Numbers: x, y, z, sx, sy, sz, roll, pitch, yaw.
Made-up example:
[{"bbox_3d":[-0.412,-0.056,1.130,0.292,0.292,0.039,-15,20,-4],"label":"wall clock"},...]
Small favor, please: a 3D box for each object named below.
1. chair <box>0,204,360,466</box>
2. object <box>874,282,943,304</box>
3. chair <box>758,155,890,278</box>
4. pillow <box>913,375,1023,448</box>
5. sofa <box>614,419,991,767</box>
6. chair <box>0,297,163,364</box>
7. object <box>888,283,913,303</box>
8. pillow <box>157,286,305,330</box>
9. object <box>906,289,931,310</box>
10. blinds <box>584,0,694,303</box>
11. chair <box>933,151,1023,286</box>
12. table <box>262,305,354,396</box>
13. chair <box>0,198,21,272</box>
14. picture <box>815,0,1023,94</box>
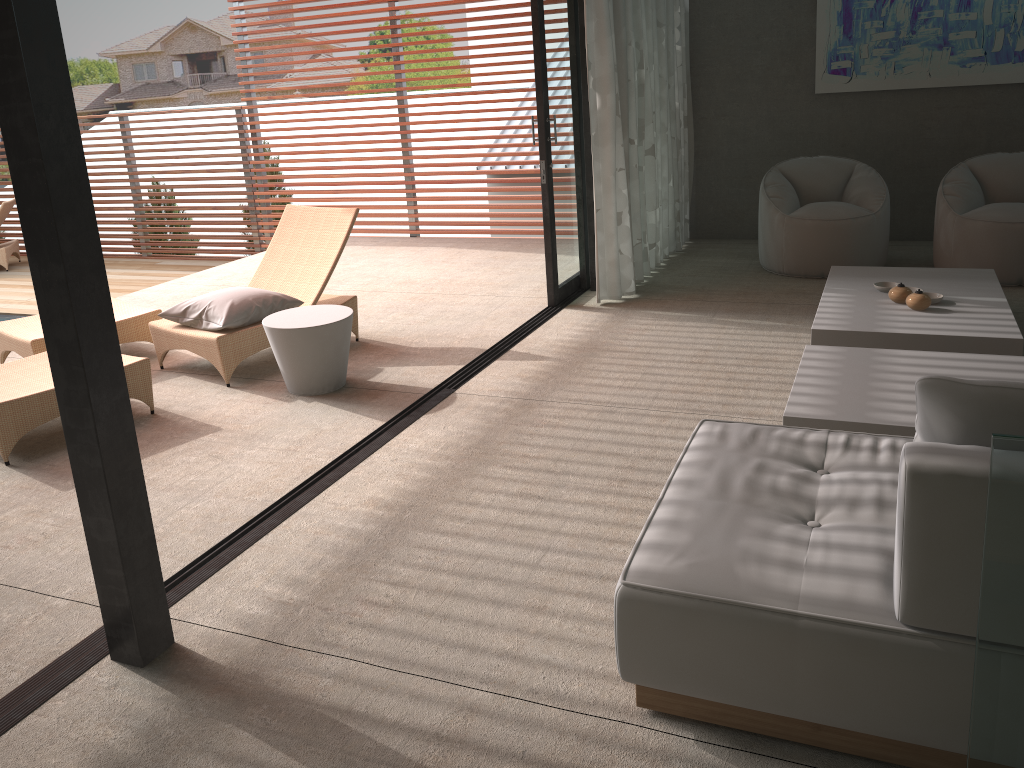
[{"bbox_3d":[-1.881,-0.413,4.923,0.704,0.810,2.332,9,22,37],"label":"chair"},{"bbox_3d":[2.118,-0.487,4.735,0.155,0.039,0.445,-10,20,-18],"label":"object"},{"bbox_3d":[2.310,-1.262,6.566,0.924,0.771,0.938,5,20,27],"label":"chair"},{"bbox_3d":[1.096,0.204,1.871,0.493,0.473,0.271,4,18,24],"label":"pillow"},{"bbox_3d":[1.150,0.345,2.172,1.598,0.718,1.034,4,19,23],"label":"sofa"},{"bbox_3d":[-3.207,-0.309,4.882,0.705,0.810,2.328,11,24,40],"label":"chair"},{"bbox_3d":[2.035,-0.479,4.625,0.120,0.104,0.122,5,19,27],"label":"object"},{"bbox_3d":[-1.643,-0.455,5.170,0.598,0.190,0.604,9,22,33],"label":"pillow"},{"bbox_3d":[2.060,-0.429,4.477,0.120,0.104,0.121,-14,20,-30],"label":"object"},{"bbox_3d":[1.014,-2.314,6.630,0.223,2.863,2.475,2,18,23],"label":"blinds"},{"bbox_3d":[3.386,-1.142,6.009,0.932,0.771,0.931,-19,23,-40],"label":"chair"},{"bbox_3d":[-1.067,-0.175,4.727,0.474,0.385,0.486,-2,18,5],"label":"table"},{"bbox_3d":[-7.133,-1.684,10.539,2.301,0.810,0.714,-9,17,-15],"label":"chair"},{"bbox_3d":[3.234,-3.309,6.720,1.723,2.007,0.031,4,17,23],"label":"picture"}]
